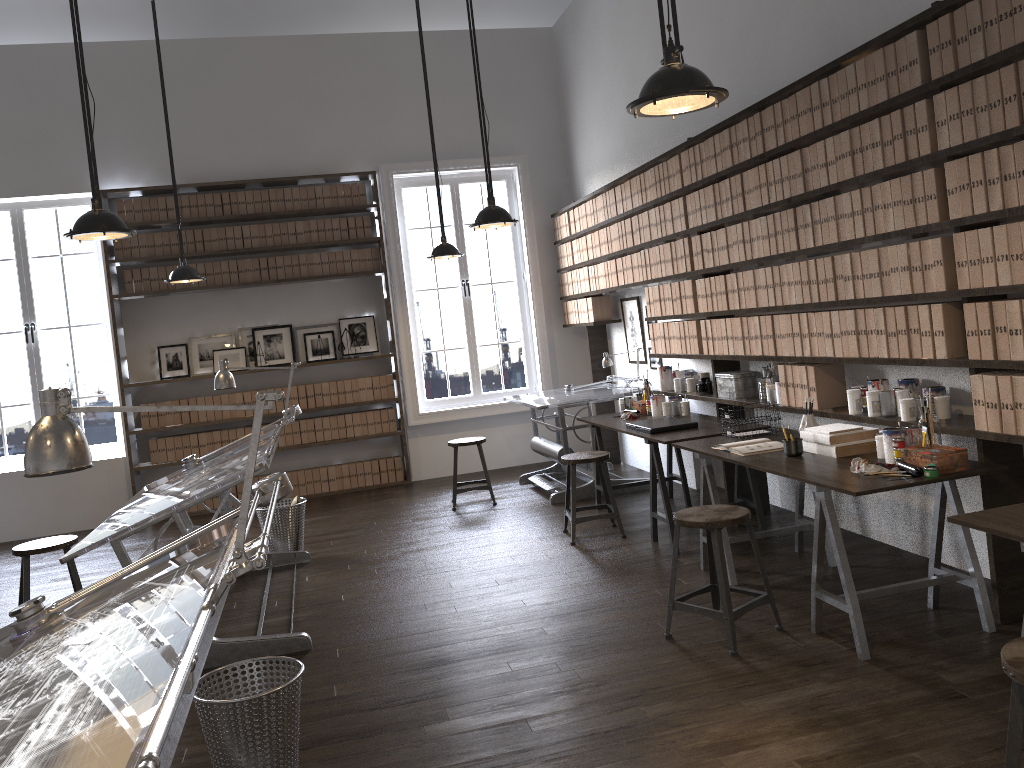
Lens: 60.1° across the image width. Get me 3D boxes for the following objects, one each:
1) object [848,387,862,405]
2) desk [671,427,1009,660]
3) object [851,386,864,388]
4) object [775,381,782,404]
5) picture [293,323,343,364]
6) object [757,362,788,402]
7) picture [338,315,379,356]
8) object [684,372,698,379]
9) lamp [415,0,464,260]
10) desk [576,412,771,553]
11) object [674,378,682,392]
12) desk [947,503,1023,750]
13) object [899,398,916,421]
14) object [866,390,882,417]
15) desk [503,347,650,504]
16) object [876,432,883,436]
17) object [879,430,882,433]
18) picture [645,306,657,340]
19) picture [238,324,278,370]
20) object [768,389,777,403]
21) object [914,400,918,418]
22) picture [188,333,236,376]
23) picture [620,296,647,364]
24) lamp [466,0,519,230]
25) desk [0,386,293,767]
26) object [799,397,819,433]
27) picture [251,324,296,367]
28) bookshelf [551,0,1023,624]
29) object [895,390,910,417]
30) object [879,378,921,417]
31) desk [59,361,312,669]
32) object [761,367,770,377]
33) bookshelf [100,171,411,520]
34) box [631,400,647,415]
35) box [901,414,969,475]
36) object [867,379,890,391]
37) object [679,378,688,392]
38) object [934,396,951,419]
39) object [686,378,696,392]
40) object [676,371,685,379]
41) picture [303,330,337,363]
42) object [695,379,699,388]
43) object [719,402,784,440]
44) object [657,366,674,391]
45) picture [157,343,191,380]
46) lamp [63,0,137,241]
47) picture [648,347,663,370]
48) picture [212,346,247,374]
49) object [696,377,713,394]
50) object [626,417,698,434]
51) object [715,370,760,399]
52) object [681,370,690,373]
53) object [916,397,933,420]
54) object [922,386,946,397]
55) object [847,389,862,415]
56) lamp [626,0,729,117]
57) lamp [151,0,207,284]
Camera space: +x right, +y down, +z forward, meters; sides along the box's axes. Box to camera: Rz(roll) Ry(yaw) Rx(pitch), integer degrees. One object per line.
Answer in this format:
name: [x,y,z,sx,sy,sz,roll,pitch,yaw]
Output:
object: [1.670,0.079,4.301,0.063,0.118,0.063,-6,2,28]
desk: [1.409,0.650,4.093,0.656,0.668,1.669,-7,3,-13]
object: [1.706,0.071,4.357,0.061,0.119,0.062,-6,2,28]
object: [1.530,0.048,4.966,0.094,0.128,0.095,-7,2,-6]
picture: [-1.861,-0.390,8.517,0.434,0.361,0.095,-7,1,-13]
object: [1.508,-0.042,5.202,0.157,0.271,0.181,-7,2,-29]
picture: [-1.485,-0.470,8.574,0.343,0.364,0.161,-7,1,-13]
object: [1.292,-0.019,6.360,0.094,0.128,0.095,-6,2,18]
lamp: [-0.674,-2.168,7.325,0.313,2.251,0.310,-7,1,-33]
desk: [1.016,0.578,5.813,0.656,0.668,1.669,-7,3,-13]
object: [1.188,0.007,6.322,0.062,0.094,0.062,-7,2,-27]
desk: [1.886,0.737,2.006,0.656,0.668,1.669,-7,3,-13]
object: [1.723,0.113,3.855,0.061,0.095,0.062,-6,2,19]
object: [1.675,0.092,4.097,0.062,0.119,0.061,-8,2,-44]
desk: [0.598,0.299,7.396,1.072,1.097,1.269,-7,3,-13]
object: [1.610,0.259,3.825,0.063,0.093,0.063,-5,2,28]
object: [1.646,0.251,3.881,0.061,0.094,0.062,-5,2,28]
picture: [1.146,-0.500,7.210,0.022,0.284,0.201,-7,2,-13]
picture: [-2.386,-0.347,8.399,0.370,0.405,0.091,-7,1,-13]
object: [1.554,0.056,5.045,0.181,0.093,0.062,-6,2,1]
object: [1.789,0.112,3.913,0.054,0.081,0.054,-7,2,-22]
picture: [-2.799,-0.274,8.300,0.416,0.365,0.083,-7,1,-13]
picture: [1.049,-0.459,7.615,0.040,0.574,0.415,-7,2,-13]
lamp: [-0.236,-2.090,5.427,0.313,2.251,0.310,-7,1,-33]
desk: [-0.915,0.704,1.708,1.078,1.385,2.070,-7,3,-13]
object: [1.497,0.175,4.473,0.101,0.209,0.102,-5,2,32]
picture: [-2.253,-0.353,8.376,0.374,0.391,0.149,-7,1,-13]
bookshelf: [1.759,0.037,4.366,0.374,3.202,9.182,-7,3,-13]
object: [1.768,0.088,3.997,0.062,0.119,0.061,-8,2,-44]
object: [1.782,0.065,4.075,0.205,0.162,0.094,-7,2,-11]
desk: [-1.662,0.567,4.976,1.078,1.385,2.281,-7,3,-13]
object: [1.557,-0.010,5.358,0.079,0.188,0.078,-7,2,-34]
bookshelf: [-2.333,-0.036,8.374,2.476,3.720,0.412,-7,1,-13]
box: [0.956,0.165,6.373,0.138,0.083,0.212,-7,3,-13]
box: [1.624,0.227,3.421,0.138,0.207,0.212,-7,2,-12]
object: [1.742,0.061,4.198,0.094,0.162,0.095,-7,2,-17]
object: [1.218,0.009,6.258,0.063,0.093,0.062,-7,2,-27]
object: [1.851,0.102,3.807,0.061,0.095,0.062,-6,2,19]
object: [1.253,0.008,6.202,0.062,0.094,0.062,-7,2,-27]
object: [1.231,-0.029,6.445,0.070,0.130,0.070,-6,2,25]
picture: [-1.836,-0.355,8.480,0.290,0.290,0.127,-7,1,-13]
object: [1.302,0.008,6.274,0.054,0.080,0.054,-6,2,15]
object: [1.297,0.199,4.807,0.284,0.160,0.204,-7,3,-13]
object: [1.134,-0.041,6.529,0.108,0.177,0.106,-7,2,-11]
picture: [-3.144,-0.207,8.240,0.267,0.315,0.058,-7,1,-13]
lamp: [-2.025,-1.800,4.079,0.312,2.251,0.311,-6,1,8]
picture: [1.175,-0.209,7.224,0.023,0.183,0.251,-7,3,-13]
picture: [-2.632,-0.220,8.260,0.300,0.229,0.144,-7,2,-13]
object: [1.289,0.011,5.986,0.091,0.108,0.171,-7,3,-13]
object: [0.927,0.256,5.515,0.312,0.033,0.446,-7,4,-13]
object: [1.421,0.003,5.567,0.193,0.152,0.317,-7,3,-13]
object: [1.278,-0.038,6.509,0.071,0.129,0.071,-5,2,34]
object: [1.784,0.108,3.827,0.062,0.094,0.063,-6,2,19]
object: [1.872,0.079,3.917,0.095,0.129,0.094,-7,2,-25]
object: [1.640,0.086,4.238,0.061,0.119,0.062,-5,2,37]
lamp: [0.385,-1.976,2.712,0.312,2.251,0.311,-6,1,12]
lamp: [-2.664,-1.916,6.871,0.313,2.251,0.310,-7,1,-33]
